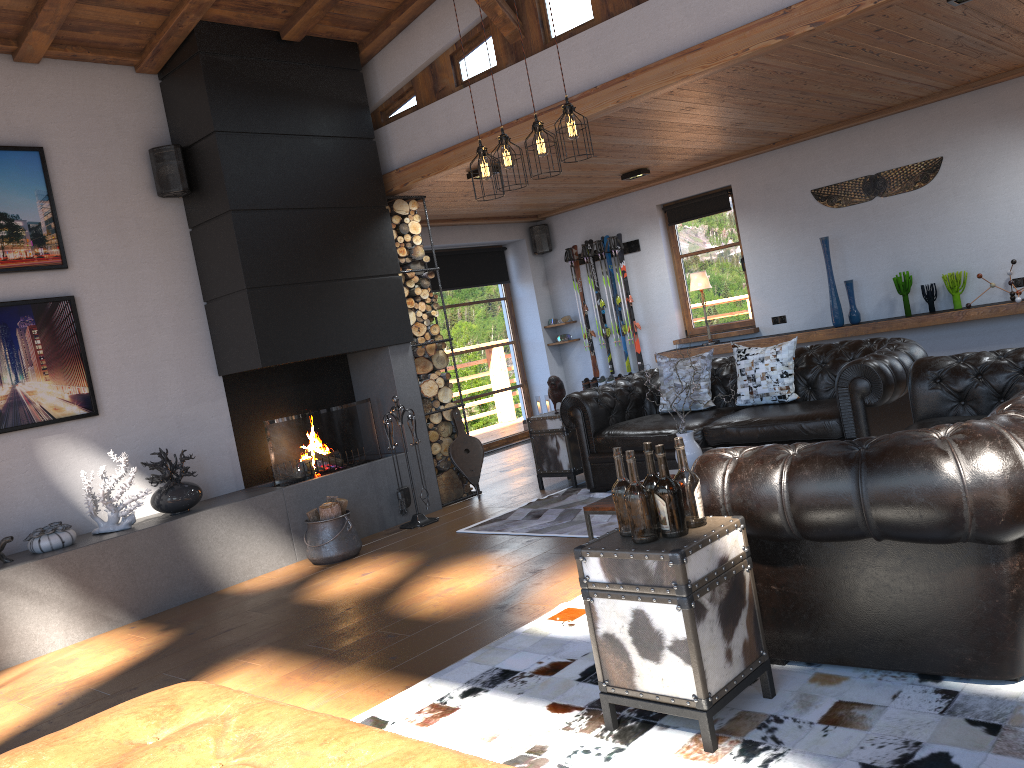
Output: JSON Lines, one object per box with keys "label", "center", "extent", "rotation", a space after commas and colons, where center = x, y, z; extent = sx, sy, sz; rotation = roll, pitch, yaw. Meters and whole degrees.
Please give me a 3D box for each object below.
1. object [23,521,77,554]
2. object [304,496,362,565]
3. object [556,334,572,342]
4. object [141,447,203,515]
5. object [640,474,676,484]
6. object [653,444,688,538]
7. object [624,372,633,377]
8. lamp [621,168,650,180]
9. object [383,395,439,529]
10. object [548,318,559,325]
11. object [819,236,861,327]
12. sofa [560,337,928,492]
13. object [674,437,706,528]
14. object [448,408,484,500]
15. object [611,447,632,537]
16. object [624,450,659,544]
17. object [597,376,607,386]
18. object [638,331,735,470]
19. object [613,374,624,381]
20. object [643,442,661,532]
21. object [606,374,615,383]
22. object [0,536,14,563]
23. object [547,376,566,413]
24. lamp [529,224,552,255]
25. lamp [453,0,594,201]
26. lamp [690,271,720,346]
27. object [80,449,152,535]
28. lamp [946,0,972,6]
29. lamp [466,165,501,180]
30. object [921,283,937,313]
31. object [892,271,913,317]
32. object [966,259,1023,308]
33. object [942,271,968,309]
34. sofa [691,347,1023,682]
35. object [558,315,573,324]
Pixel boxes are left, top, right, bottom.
{"label": "object", "center": [-2.823, 0.933, 5.421], "extent": [0.285, 0.160, 0.255], "rotation": [-13, 4, -44]}
{"label": "object", "center": [-1.263, 1.012, 6.174], "extent": [0.387, 0.431, 0.381], "rotation": [-12, 3, -20]}
{"label": "object", "center": [0.626, -0.573, 10.985], "extent": [0.189, 0.084, 0.350], "rotation": [-11, 3, -10]}
{"label": "object", "center": [-2.291, 0.647, 5.984], "extent": [0.344, 0.455, 0.331], "rotation": [-12, 3, -21]}
{"label": "object", "center": [0.716, 0.540, 4.559], "extent": [0.303, 0.081, 0.245], "rotation": [-11, 3, -8]}
{"label": "object", "center": [0.482, 0.329, 2.753], "extent": [0.087, 0.286, 0.087], "rotation": [-11, 3, -7]}
{"label": "object", "center": [1.358, 0.001, 10.268], "extent": [0.254, 0.270, 0.115], "rotation": [-12, 3, -32]}
{"label": "lamp", "center": [1.236, -2.106, 8.885], "extent": [0.258, 0.068, 0.157], "rotation": [-8, 4, 43]}
{"label": "object", "center": [-0.808, 0.588, 6.843], "extent": [0.308, 1.017, 0.307], "rotation": [-11, 3, -1]}
{"label": "object", "center": [0.529, -0.780, 11.031], "extent": [0.187, 0.084, 0.162], "rotation": [-8, 4, 42]}
{"label": "object", "center": [3.111, -0.981, 8.411], "extent": [0.274, 0.862, 0.111], "rotation": [-11, 3, -1]}
{"label": "sofa", "center": [1.699, 0.230, 6.471], "extent": [2.533, 0.838, 1.256], "rotation": [-8, 4, 43]}
{"label": "object", "center": [0.555, 0.311, 2.826], "extent": [0.086, 0.286, 0.088], "rotation": [-10, 3, 20]}
{"label": "object", "center": [-0.394, 0.590, 7.554], "extent": [0.261, 0.794, 0.270], "rotation": [-9, 3, 27]}
{"label": "object", "center": [0.365, 0.344, 2.864], "extent": [0.089, 0.286, 0.086], "rotation": [-13, 3, -36]}
{"label": "object", "center": [0.391, 0.346, 2.750], "extent": [0.089, 0.286, 0.086], "rotation": [-12, 3, -34]}
{"label": "object", "center": [1.065, 0.042, 10.508], "extent": [0.255, 0.270, 0.115], "rotation": [-13, 4, -41]}
{"label": "object", "center": [0.933, 0.115, 4.821], "extent": [0.411, 0.808, 0.612], "rotation": [-12, 3, -35]}
{"label": "object", "center": [1.240, 0.019, 10.336], "extent": [0.254, 0.270, 0.115], "rotation": [-12, 3, -27]}
{"label": "object", "center": [0.460, 0.327, 2.848], "extent": [0.087, 0.286, 0.088], "rotation": [-10, 3, 21]}
{"label": "object", "center": [1.162, 0.028, 10.437], "extent": [0.255, 0.270, 0.115], "rotation": [-13, 4, -41]}
{"label": "object", "center": [-3.080, 0.985, 5.117], "extent": [0.406, 0.183, 0.226], "rotation": [-11, 3, -3]}
{"label": "object", "center": [0.374, 0.081, 7.319], "extent": [0.150, 0.319, 0.247], "rotation": [-11, 3, -5]}
{"label": "lamp", "center": [0.355, -1.787, 10.968], "extent": [0.211, 0.349, 0.216], "rotation": [-8, 4, 43]}
{"label": "lamp", "center": [-0.100, -2.208, 4.968], "extent": [0.793, 2.201, 0.265], "rotation": [-9, 3, 34]}
{"label": "lamp", "center": [2.269, -0.507, 9.679], "extent": [0.641, 1.481, 0.243], "rotation": [-13, 4, -43]}
{"label": "object", "center": [-2.546, 0.687, 5.619], "extent": [0.425, 0.532, 0.260], "rotation": [-10, 3, 12]}
{"label": "lamp", "center": [2.465, -2.102, 4.715], "extent": [0.258, 0.068, 0.157], "rotation": [-8, 4, 43]}
{"label": "lamp", "center": [-0.234, -1.745, 7.291], "extent": [0.258, 0.068, 0.157], "rotation": [-8, 4, 43]}
{"label": "object", "center": [3.774, -0.773, 8.004], "extent": [0.129, 0.260, 0.124], "rotation": [-10, 3, 13]}
{"label": "object", "center": [3.589, -0.820, 8.095], "extent": [0.158, 0.410, 0.147], "rotation": [-10, 3, 12]}
{"label": "object", "center": [4.239, -0.875, 7.460], "extent": [0.526, 0.349, 0.641], "rotation": [-12, 3, -19]}
{"label": "object", "center": [3.934, -0.830, 7.861], "extent": [0.182, 0.332, 0.199], "rotation": [-10, 3, 3]}
{"label": "sofa", "center": [1.908, 0.350, 3.608], "extent": [1.223, 0.838, 2.600], "rotation": [-8, 4, 43]}
{"label": "object", "center": [0.656, -0.797, 10.910], "extent": [0.158, 0.084, 0.192], "rotation": [-8, 4, 42]}
